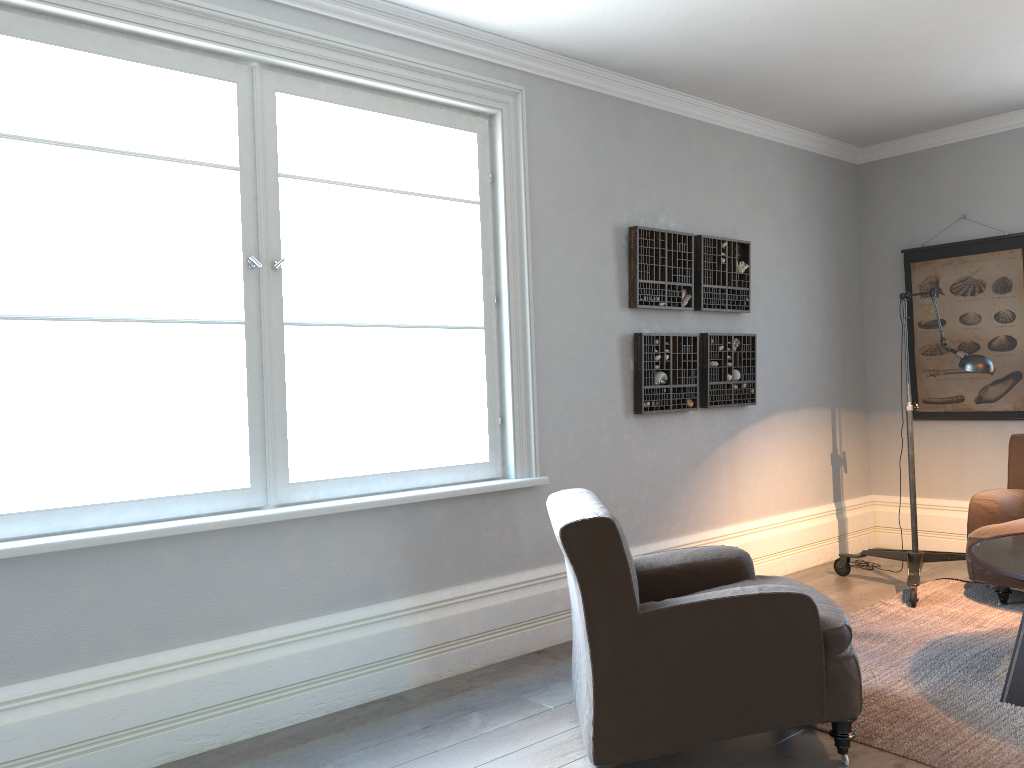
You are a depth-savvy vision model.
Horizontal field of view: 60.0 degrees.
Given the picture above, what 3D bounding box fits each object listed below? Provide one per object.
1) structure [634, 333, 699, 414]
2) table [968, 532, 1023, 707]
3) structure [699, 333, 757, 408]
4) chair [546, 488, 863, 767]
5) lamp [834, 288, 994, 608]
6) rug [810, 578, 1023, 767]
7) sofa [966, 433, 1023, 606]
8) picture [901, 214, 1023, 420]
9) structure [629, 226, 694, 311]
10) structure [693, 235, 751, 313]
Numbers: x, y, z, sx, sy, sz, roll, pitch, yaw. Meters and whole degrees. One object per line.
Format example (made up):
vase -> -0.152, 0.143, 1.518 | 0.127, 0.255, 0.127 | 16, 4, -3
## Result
structure -> 0.819, -0.059, 4.663 | 0.468, 0.416, 0.086 | -2, -1, -41
table -> 2.350, 0.869, 3.133 | 1.299, 0.503, 1.300 | -3, -1, 42
structure -> 1.231, -0.080, 5.026 | 0.468, 0.416, 0.086 | -2, -1, -41
chair -> 0.629, 0.776, 3.022 | 0.970, 0.795, 0.807 | -2, -1, 0
lamp -> 2.301, 0.309, 5.089 | 0.797, 1.644, 1.864 | -2, -1, -4
rug -> 2.404, 1.062, 3.132 | 2.400, 0.090, 2.818 | -2, 0, -41
sofa -> 3.272, 0.666, 3.941 | 0.969, 0.825, 2.164 | -2, -1, -41
picture -> 2.885, -0.426, 5.619 | 0.057, 1.313, 0.793 | -2, -1, -41
structure -> 0.784, -0.600, 4.676 | 0.468, 0.416, 0.099 | -2, -1, -41
structure -> 1.202, -0.616, 5.012 | 0.468, 0.416, 0.105 | -2, -1, -41
